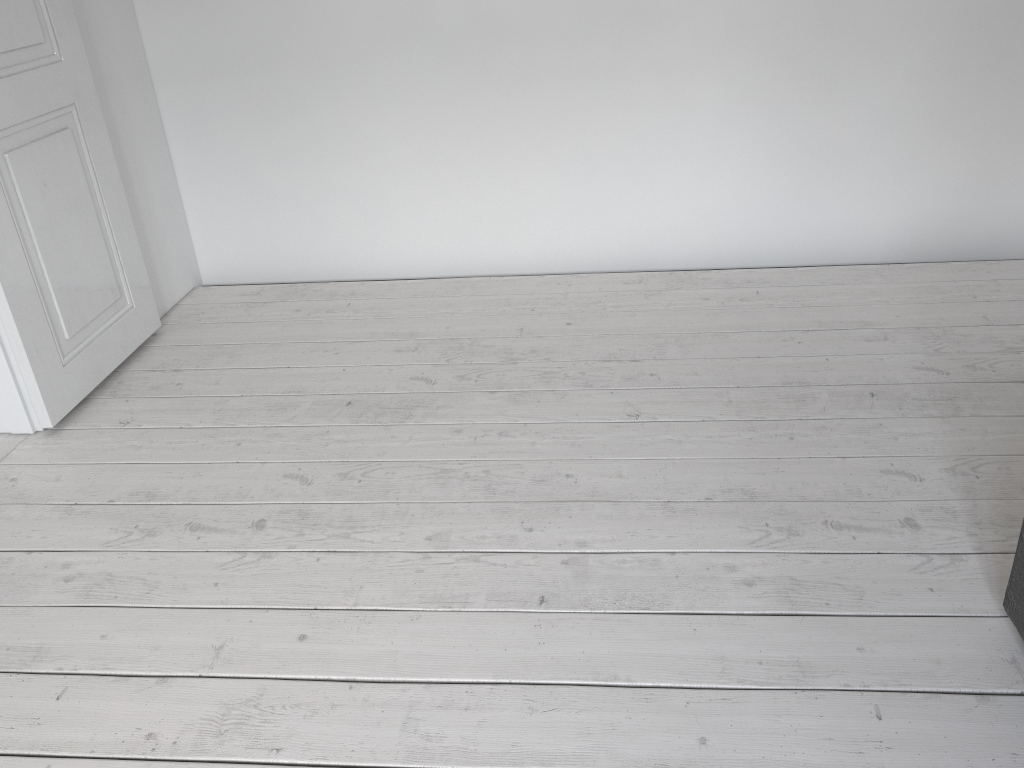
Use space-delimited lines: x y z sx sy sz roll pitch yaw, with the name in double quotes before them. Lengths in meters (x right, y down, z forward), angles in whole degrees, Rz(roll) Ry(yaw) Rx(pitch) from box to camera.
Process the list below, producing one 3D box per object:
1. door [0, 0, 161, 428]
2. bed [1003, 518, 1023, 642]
"door" -1.301 -1.063 2.136 0.034 2.323 0.667 -1 28 7
"bed" 1.780 0.275 0.435 2.176 1.166 1.891 -1 28 7
